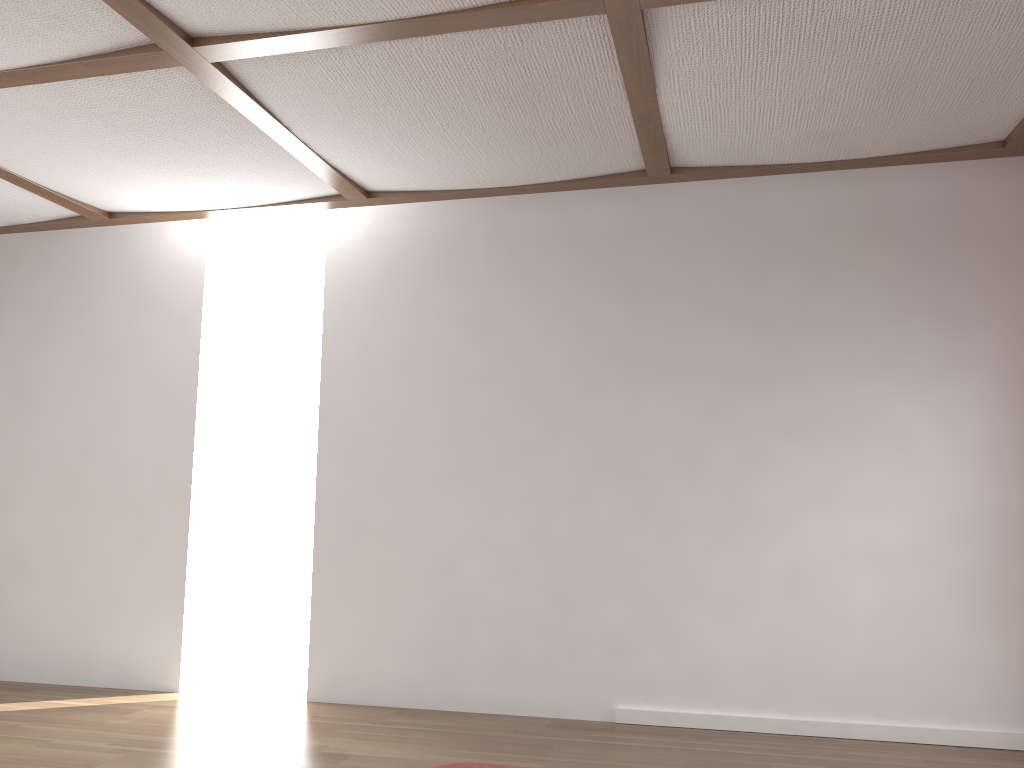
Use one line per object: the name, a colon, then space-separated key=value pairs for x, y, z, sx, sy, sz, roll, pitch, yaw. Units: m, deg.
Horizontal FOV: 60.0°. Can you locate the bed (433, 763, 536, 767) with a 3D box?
bed: x=0.324 y=0.807 z=1.136 sx=2.413 sy=0.577 sz=2.469 roll=-1 pitch=-8 yaw=14
